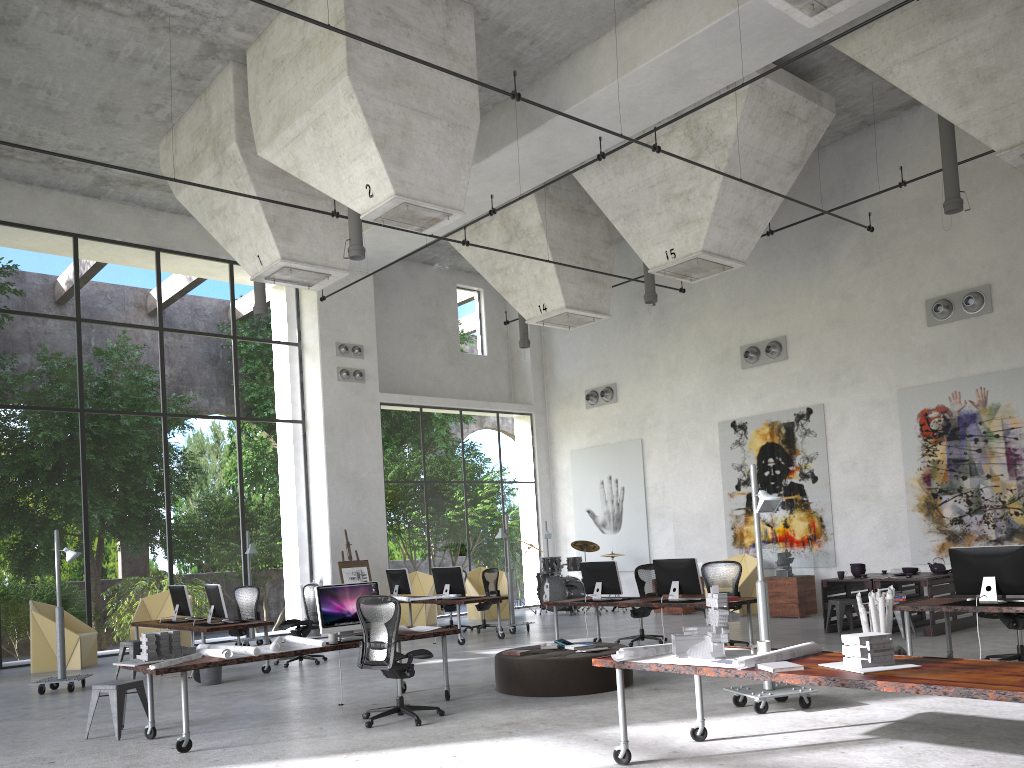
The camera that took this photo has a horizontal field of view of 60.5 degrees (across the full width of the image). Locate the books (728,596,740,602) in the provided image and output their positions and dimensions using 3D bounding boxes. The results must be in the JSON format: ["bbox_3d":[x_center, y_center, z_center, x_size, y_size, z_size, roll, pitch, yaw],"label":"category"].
[{"bbox_3d":[2.625,2.648,10.808,0.285,0.052,0.206,-2,-10,-9],"label":"books"}]

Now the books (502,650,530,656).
[{"bbox_3d":[0.046,2.900,9.485,0.257,0.032,0.175,-12,-14,40],"label":"books"}]

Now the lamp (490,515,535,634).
[{"bbox_3d":[-0.047,3.451,15.996,0.596,2.134,0.584,-1,-4,-41],"label":"lamp"}]

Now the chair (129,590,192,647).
[{"bbox_3d":[-6.345,4.317,15.903,0.980,1.159,0.945,-4,-6,5],"label":"chair"}]

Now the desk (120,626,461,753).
[{"bbox_3d":[-2.015,2.893,8.536,3.135,0.717,0.986,5,-12,-40],"label":"desk"}]

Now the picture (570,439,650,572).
[{"bbox_3d":[2.302,2.968,20.976,0.020,2.993,2.363,-1,-6,-41],"label":"picture"}]

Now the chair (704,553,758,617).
[{"bbox_3d":[4.267,3.852,16.859,0.935,1.159,0.990,2,-8,-42],"label":"chair"}]

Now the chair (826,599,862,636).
[{"bbox_3d":[4.827,3.375,12.740,0.419,0.485,0.443,-3,-6,-6],"label":"chair"}]

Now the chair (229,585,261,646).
[{"bbox_3d":[-4.386,3.855,14.157,0.772,1.174,0.799,-5,-5,13],"label":"chair"}]

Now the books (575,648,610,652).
[{"bbox_3d":[0.859,2.830,9.341,0.300,0.031,0.223,2,-12,-26],"label":"books"}]

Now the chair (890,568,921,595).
[{"bbox_3d":[6.312,3.395,14.168,0.699,0.812,0.776,-8,-8,34],"label":"chair"}]

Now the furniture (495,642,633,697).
[{"bbox_3d":[0.565,3.119,9.646,1.510,0.424,1.528,5,-13,-38],"label":"furniture"}]

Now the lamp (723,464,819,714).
[{"bbox_3d":[2.200,1.776,7.741,0.578,2.134,0.602,-3,-3,-16],"label":"lamp"}]

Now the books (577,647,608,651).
[{"bbox_3d":[0.855,2.828,9.368,0.301,0.039,0.223,-2,-10,-6],"label":"books"}]

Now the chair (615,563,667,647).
[{"bbox_3d":[1.888,3.268,13.052,0.798,1.174,0.773,-7,-6,33],"label":"chair"}]

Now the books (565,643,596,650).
[{"bbox_3d":[0.749,2.878,9.628,0.284,0.033,0.200,2,-12,-27],"label":"books"}]

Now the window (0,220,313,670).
[{"bbox_3d":[-6.699,1.219,17.022,5.967,7.782,0.068,1,-5,-41],"label":"window"}]

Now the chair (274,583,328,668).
[{"bbox_3d":[-3.156,3.589,13.133,0.777,1.174,0.795,-7,-7,38],"label":"chair"}]

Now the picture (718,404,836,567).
[{"bbox_3d":[5.083,2.067,17.056,0.020,2.993,2.381,-1,-6,-41],"label":"picture"}]

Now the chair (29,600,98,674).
[{"bbox_3d":[-7.436,4.114,14.459,0.933,1.159,0.992,-3,-6,-5],"label":"chair"}]

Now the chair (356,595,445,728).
[{"bbox_3d":[-1.101,2.547,8.221,0.774,1.174,0.798,-6,-6,23],"label":"chair"}]

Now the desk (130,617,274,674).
[{"bbox_3d":[-4.645,3.886,12.998,0.965,0.716,3.170,3,-12,-40],"label":"desk"}]

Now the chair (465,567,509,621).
[{"bbox_3d":[-0.514,4.620,19.419,0.978,1.159,0.947,-1,-6,-21],"label":"chair"}]

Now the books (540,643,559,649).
[{"bbox_3d":[0.423,2.941,9.868,0.197,0.034,0.289,-4,-10,5],"label":"books"}]

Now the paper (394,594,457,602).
[{"bbox_3d":[-1.582,3.839,15.893,1.075,0.104,0.990,3,-12,-30],"label":"paper"}]

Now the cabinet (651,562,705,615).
[{"bbox_3d":[3.387,4.163,17.883,0.744,1.004,0.743,1,-7,-41],"label":"cabinet"}]

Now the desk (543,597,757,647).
[{"bbox_3d":[1.831,3.285,11.881,0.975,0.716,3.169,3,-12,-40],"label":"desk"}]

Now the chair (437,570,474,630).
[{"bbox_3d":[-1.157,4.179,16.940,0.770,1.174,0.802,-3,-5,-2],"label":"chair"}]

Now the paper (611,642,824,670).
[{"bbox_3d":[1.376,1.799,5.912,1.088,0.104,0.979,-14,-14,43],"label":"paper"}]

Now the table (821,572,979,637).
[{"bbox_3d":[5.694,3.212,12.927,1.508,0.787,1.621,4,-12,-40],"label":"table"}]

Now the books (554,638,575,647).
[{"bbox_3d":[0.596,2.910,9.845,0.206,0.102,0.145,-10,-10,34],"label":"books"}]

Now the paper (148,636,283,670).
[{"bbox_3d":[-2.560,2.450,8.105,0.891,0.102,1.961,-3,-11,-2],"label":"paper"}]

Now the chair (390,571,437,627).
[{"bbox_3d":[-2.112,4.595,18.766,0.980,1.159,0.944,-4,-6,8],"label":"chair"}]

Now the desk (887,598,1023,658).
[{"bbox_3d":[5.187,2.353,7.981,0.965,0.716,3.170,3,-12,-40],"label":"desk"}]

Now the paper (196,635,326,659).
[{"bbox_3d":[-2.361,2.459,8.236,1.078,0.104,0.988,6,-14,-40],"label":"paper"}]

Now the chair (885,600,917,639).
[{"bbox_3d":[5.220,3.214,12.003,0.424,0.485,0.438,-9,-9,44],"label":"chair"}]

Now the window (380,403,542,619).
[{"bbox_3d":[-1.076,3.002,20.757,4.567,4.849,0.020,2,-6,-41],"label":"window"}]

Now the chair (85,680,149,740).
[{"bbox_3d":[-3.705,3.061,8.282,0.422,0.485,0.441,-6,-7,22],"label":"chair"}]

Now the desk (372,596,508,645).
[{"bbox_3d":[-1.407,4.195,15.700,0.975,0.716,3.169,3,-12,-40],"label":"desk"}]

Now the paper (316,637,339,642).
[{"bbox_3d":[-1.829,2.581,8.862,0.485,0.001,0.435,3,-12,-30],"label":"paper"}]

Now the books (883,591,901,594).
[{"bbox_3d":[5.206,2.860,12.038,0.204,0.025,0.146,-4,-10,5],"label":"books"}]

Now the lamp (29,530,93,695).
[{"bbox_3d":[-6.033,3.016,11.711,0.596,2.134,0.584,-3,-3,-8],"label":"lamp"}]

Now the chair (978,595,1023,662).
[{"bbox_3d":[5.244,2.328,9.109,0.799,1.174,0.773,-8,-7,38],"label":"chair"}]

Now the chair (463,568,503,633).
[{"bbox_3d":[-0.560,4.079,16.600,0.794,1.174,0.777,-5,-5,13],"label":"chair"}]

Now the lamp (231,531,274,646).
[{"bbox_3d":[-4.824,3.778,16.182,0.579,2.134,0.601,-1,-4,-41],"label":"lamp"}]

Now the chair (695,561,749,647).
[{"bbox_3d":[2.825,2.998,11.910,0.773,1.174,0.799,-5,-5,18],"label":"chair"}]

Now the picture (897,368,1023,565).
[{"bbox_3d":[7.474,1.400,14.264,0.020,2.993,2.243,-1,-6,-41],"label":"picture"}]

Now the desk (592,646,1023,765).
[{"bbox_3d":[1.949,2.044,5.279,0.975,0.716,3.169,3,-12,-40],"label":"desk"}]

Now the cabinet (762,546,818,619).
[{"bbox_3d":[4.963,3.564,15.821,0.594,1.244,0.751,0,-6,-41],"label":"cabinet"}]
